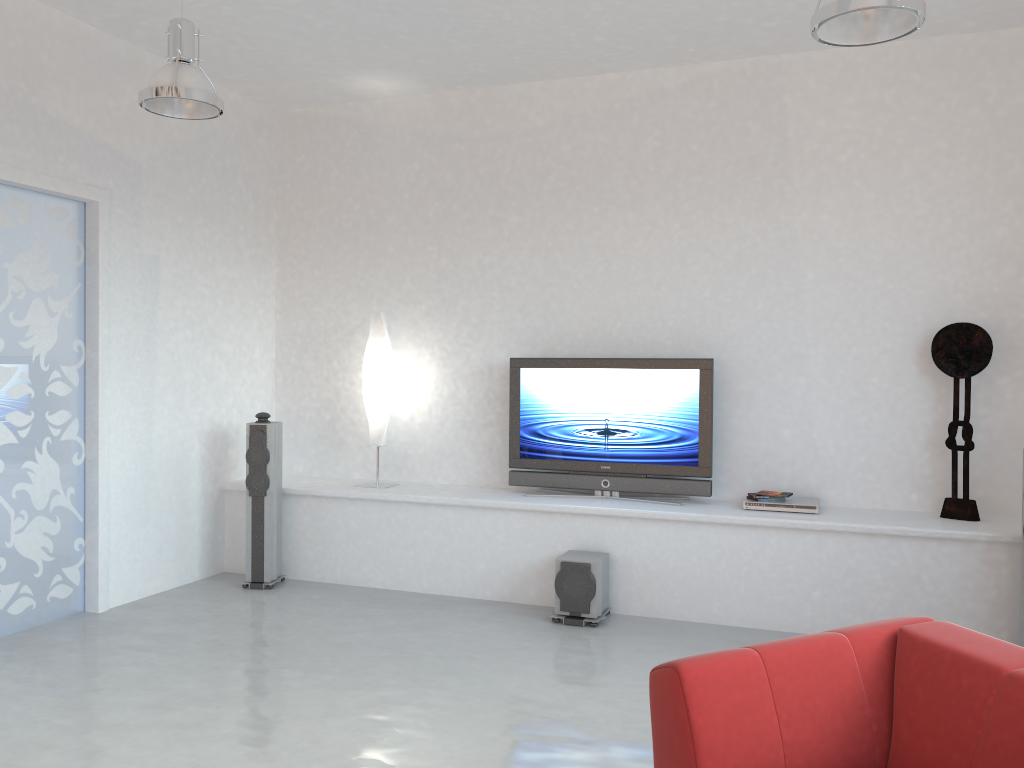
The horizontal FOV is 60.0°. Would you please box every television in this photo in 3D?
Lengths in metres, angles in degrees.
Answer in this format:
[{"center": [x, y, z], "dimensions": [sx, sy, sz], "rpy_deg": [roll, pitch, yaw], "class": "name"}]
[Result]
[{"center": [0.628, 0.289, 5.833], "dimensions": [1.356, 0.919, 0.343], "rpy_deg": [1, 1, 21], "class": "television"}]

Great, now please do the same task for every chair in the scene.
[{"center": [0.996, 1.088, 2.178], "dimensions": [0.951, 0.738, 1.288], "rpy_deg": [0, 1, -19], "class": "chair"}]

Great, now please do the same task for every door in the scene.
[{"center": [-2.839, 0.111, 4.684], "dimensions": [0.240, 2.550, 1.600], "rpy_deg": [1, 1, 21], "class": "door"}]

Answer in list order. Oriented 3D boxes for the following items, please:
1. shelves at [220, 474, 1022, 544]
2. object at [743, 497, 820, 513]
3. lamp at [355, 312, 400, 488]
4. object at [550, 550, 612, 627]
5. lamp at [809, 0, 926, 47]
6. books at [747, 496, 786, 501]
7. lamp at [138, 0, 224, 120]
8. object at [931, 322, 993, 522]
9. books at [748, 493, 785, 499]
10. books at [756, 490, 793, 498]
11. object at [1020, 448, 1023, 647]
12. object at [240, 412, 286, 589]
[{"center": [0.588, 0.775, 5.729], "dimensions": [5.500, 0.050, 0.650], "rpy_deg": [1, 1, 21], "class": "shelves"}, {"center": [1.660, 0.734, 5.450], "dimensions": [0.430, 0.045, 0.352], "rpy_deg": [1, 1, 21], "class": "object"}, {"center": [-0.956, 0.107, 6.336], "dimensions": [0.263, 1.239, 0.263], "rpy_deg": [1, 1, 12], "class": "lamp"}, {"center": [0.417, 1.217, 5.307], "dimensions": [0.336, 0.374, 0.337], "rpy_deg": [1, 1, 21], "class": "object"}, {"center": [1.259, -1.660, 3.132], "dimensions": [0.379, 0.800, 0.379], "rpy_deg": [0, 1, -30], "class": "lamp"}, {"center": [1.563, 0.703, 5.457], "dimensions": [0.190, 0.015, 0.135], "rpy_deg": [0, 1, -14], "class": "books"}, {"center": [-1.558, -1.701, 4.188], "dimensions": [0.379, 0.800, 0.379], "rpy_deg": [1, 1, 17], "class": "lamp"}, {"center": [2.583, 0.211, 5.099], "dimensions": [0.108, 1.130, 0.331], "rpy_deg": [0, 1, -45], "class": "object"}, {"center": [1.564, 0.688, 5.460], "dimensions": [0.190, 0.015, 0.135], "rpy_deg": [1, 1, 1], "class": "books"}, {"center": [1.610, 0.674, 5.437], "dimensions": [0.190, 0.015, 0.135], "rpy_deg": [1, 1, 31], "class": "books"}, {"center": [2.656, 0.845, 4.427], "dimensions": [0.255, 1.184, 0.273], "rpy_deg": [1, 1, 36], "class": "object"}, {"center": [-1.693, 0.783, 6.064], "dimensions": [0.255, 1.184, 0.273], "rpy_deg": [1, 1, 6], "class": "object"}]
